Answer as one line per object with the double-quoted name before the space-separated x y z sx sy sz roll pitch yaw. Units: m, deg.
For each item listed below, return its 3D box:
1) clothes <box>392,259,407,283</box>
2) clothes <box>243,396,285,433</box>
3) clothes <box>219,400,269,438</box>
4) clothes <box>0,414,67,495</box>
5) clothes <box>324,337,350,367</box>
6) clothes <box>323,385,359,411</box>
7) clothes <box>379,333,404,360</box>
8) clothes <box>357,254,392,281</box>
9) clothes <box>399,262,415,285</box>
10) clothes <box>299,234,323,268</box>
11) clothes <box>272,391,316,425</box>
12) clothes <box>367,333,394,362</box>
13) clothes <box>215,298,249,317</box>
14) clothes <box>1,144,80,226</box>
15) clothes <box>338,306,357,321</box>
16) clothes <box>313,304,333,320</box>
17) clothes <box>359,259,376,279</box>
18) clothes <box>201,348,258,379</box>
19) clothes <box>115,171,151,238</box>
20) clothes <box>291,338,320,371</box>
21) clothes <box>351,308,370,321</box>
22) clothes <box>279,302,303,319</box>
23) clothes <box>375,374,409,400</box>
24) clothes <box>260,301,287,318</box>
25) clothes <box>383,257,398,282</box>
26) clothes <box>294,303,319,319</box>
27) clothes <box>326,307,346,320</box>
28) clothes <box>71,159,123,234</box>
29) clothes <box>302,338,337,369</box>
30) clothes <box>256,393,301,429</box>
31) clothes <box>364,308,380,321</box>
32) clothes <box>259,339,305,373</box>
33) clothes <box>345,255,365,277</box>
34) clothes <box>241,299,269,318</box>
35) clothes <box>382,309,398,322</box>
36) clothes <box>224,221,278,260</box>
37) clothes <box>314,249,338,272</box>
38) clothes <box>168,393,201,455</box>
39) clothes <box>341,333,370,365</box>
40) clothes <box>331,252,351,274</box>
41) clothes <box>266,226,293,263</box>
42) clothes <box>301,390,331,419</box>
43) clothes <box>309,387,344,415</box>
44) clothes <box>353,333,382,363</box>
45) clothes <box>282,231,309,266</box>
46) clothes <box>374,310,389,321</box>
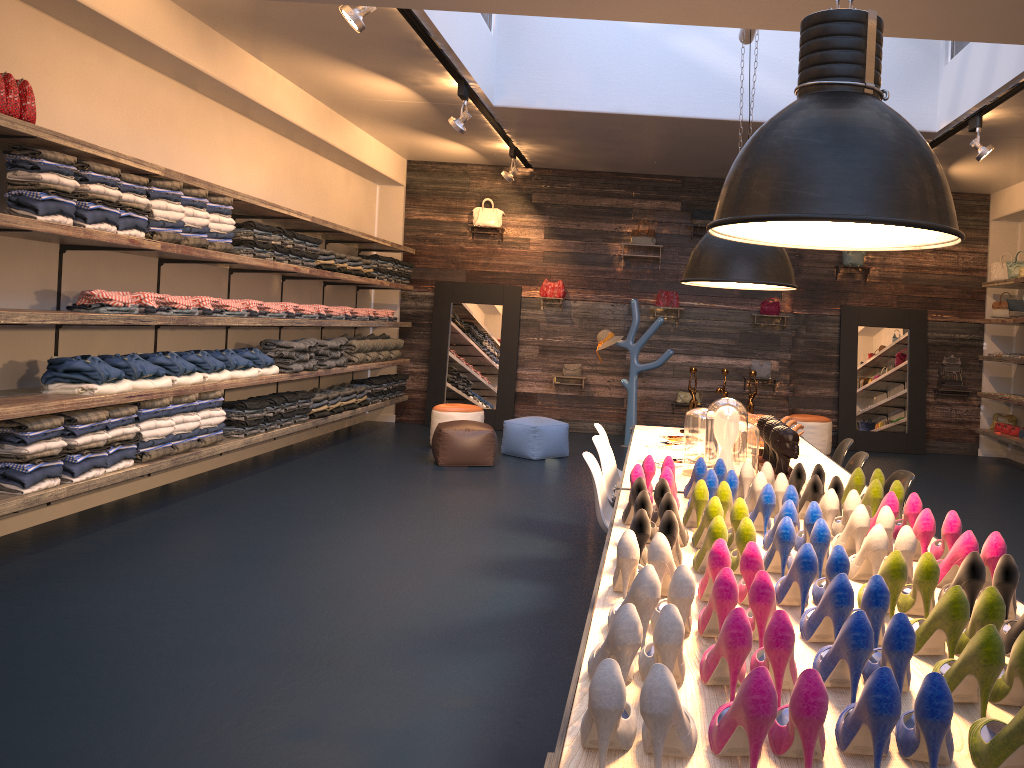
"clothes" -1.525 -1.406 10.802 0.350 0.299 0.309 3 2 5
"clothes" -2.161 0.252 7.391 0.373 0.299 0.315 3 2 -7
"clothes" -2.205 0.273 7.064 0.365 0.299 0.332 4 2 7
"clothes" -2.624 0.368 4.709 0.247 0.411 0.328 3 2 13
"clothes" -1.889 -0.332 8.984 0.399 0.317 0.350 3 2 -9
"clothes" -1.897 0.146 9.362 0.401 0.251 0.360 4 3 14
"clothes" -1.579 -0.479 10.998 0.328 0.342 0.404 4 2 12
"clothes" -1.623 -1.363 10.147 0.365 0.299 0.332 4 2 7
"clothes" -1.470 -1.426 11.131 0.343 0.299 0.315 4 2 11
"clothes" -1.984 -1.231 8.052 0.343 0.299 0.315 4 2 11
"clothes" -2.052 0.210 8.048 0.343 0.299 0.315 4 2 11
"clothes" -1.653 -0.451 10.555 0.328 0.342 0.404 4 2 12
"clothes" -2.309 -0.605 6.930 0.332 0.159 0.337 5 4 26
"clothes" -2.555 -1.074 4.713 0.247 0.411 0.328 3 2 13
"clothes" -1.865 -0.770 9.452 0.321 0.154 0.351 3 3 0
"clothes" -1.986 -0.724 8.729 0.321 0.154 0.351 3 3 0
"clothes" -1.761 -1.321 9.763 0.415 0.251 0.348 3 3 2
"clothes" -2.321 -0.168 6.968 0.403 0.240 0.451 4 3 21
"clothes" -2.442 -1.117 5.394 0.247 0.411 0.328 3 2 13
"clothes" -2.021 -0.282 8.192 0.399 0.317 0.350 3 2 -9
"clothes" -1.817 -0.792 9.881 0.332 0.159 0.337 5 4 26
"clothes" -2.109 -0.677 7.989 0.321 0.154 0.351 3 3 0
"clothes" -1.568 0.026 10.966 0.360 0.298 0.658 4 3 9
"clothes" -2.189 -0.651 7.653 0.332 0.159 0.337 5 4 26
"clothes" -1.579 -1.385 10.474 0.373 0.299 0.315 3 2 -7
"clothes" -2.065 -0.698 8.394 0.332 0.159 0.337 5 4 26
"clothes" -1.945 -0.744 9.117 0.332 0.159 0.337 5 4 26
"clothes" -2.471 -1.094 5.063 0.247 0.411 0.328 3 2 13
"clothes" -1.942 -0.300 8.604 0.381 0.302 0.345 3 2 -7
"clothes" -2.107 0.231 7.719 0.350 0.299 0.309 3 2 5
"clothes" -1.738 -0.818 10.216 0.321 0.154 0.351 3 3 0
"clothes" -2.075 -0.249 7.812 0.381 0.302 0.345 3 2 -7
"clothes" -1.829 -1.296 9.366 0.401 0.251 0.360 4 3 14
"clothes" -2.230 -0.631 7.266 0.321 0.154 0.351 3 3 0
"clothes" -1.617 -0.864 10.939 0.321 0.154 0.351 3 3 0
"clothes" -2.136 -1.169 7.068 0.365 0.299 0.332 4 2 7
"clothes" -1.965 -1.245 8.551 0.401 0.251 0.360 4 3 14
"clothes" -2.384 0.264 6.093 0.258 0.455 0.348 4 1 19
"clothes" -1.800 -0.395 9.670 0.328 0.342 0.404 4 2 12
"clothes" -1.897 -1.270 8.948 0.415 0.251 0.348 3 3 2
"clothes" -2.092 -1.190 7.395 0.373 0.299 0.315 3 2 -7
"clothes" -2.033 0.197 8.546 0.401 0.251 0.360 4 3 14
"clothes" -1.966 0.172 8.944 0.415 0.251 0.348 3 3 2
"clothes" -1.727 -0.423 10.112 0.328 0.342 0.404 4 2 12
"clothes" -2.038 -1.211 7.723 0.350 0.299 0.309 3 2 5
"clothes" -1.697 -0.838 10.604 0.332 0.159 0.337 5 4 26
